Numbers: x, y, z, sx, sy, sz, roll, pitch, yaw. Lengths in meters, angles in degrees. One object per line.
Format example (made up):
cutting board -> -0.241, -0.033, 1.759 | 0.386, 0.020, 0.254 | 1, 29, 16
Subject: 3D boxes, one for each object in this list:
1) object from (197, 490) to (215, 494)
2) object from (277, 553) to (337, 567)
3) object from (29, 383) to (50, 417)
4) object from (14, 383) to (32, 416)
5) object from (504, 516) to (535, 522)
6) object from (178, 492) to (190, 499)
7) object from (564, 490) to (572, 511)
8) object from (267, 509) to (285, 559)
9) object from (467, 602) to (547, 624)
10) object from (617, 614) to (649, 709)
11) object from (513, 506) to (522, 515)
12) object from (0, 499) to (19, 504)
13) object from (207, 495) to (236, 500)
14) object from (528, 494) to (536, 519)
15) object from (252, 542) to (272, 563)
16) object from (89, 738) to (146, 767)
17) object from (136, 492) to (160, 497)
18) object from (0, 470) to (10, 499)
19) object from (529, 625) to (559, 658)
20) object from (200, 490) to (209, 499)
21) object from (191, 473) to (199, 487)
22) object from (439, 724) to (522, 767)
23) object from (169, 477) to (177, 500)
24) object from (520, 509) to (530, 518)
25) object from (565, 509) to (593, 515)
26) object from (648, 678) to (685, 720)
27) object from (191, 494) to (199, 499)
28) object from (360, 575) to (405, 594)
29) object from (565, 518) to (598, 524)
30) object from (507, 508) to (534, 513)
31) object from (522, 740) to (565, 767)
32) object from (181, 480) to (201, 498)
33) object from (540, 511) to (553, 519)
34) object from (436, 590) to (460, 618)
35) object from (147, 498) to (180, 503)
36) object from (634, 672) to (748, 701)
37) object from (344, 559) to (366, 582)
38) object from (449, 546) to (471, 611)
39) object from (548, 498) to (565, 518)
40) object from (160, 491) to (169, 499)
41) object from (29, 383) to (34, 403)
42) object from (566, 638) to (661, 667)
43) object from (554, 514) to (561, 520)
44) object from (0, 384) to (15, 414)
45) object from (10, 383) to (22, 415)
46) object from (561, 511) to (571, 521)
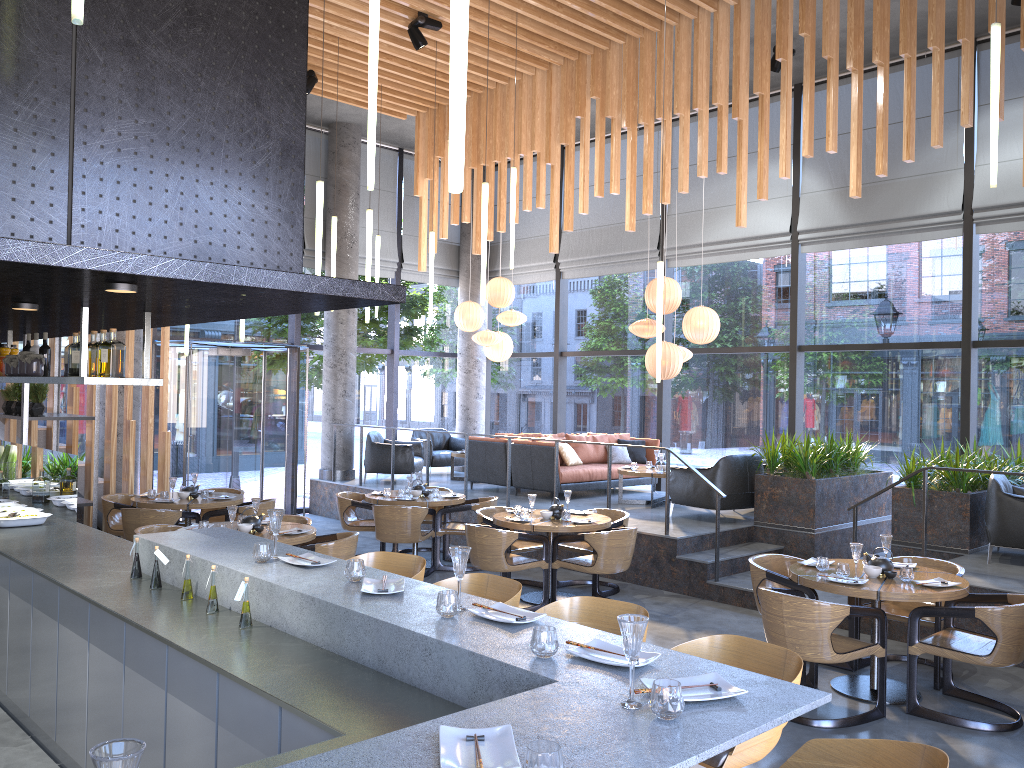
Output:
object -> -3.362, 1.160, 9.529 | 0.294, 0.025, 0.170 | 1, -1, -8
object -> -0.958, 0.810, 4.080 | 0.294, 0.025, 0.170 | 1, -1, 45
object -> -4.016, 0.093, 7.532 | 0.196, 0.367, 0.186 | 1, -1, 1
object -> -4.201, 0.119, 7.654 | 0.179, 0.311, 0.172 | 2, -1, -33
object -> 0.052, 1.216, 7.981 | 0.294, 0.025, 0.170 | 1, -1, 44
object -> -3.344, 1.136, 9.033 | 0.116, 0.065, 0.116 | 1, -1, 31
object -> 0.529, 1.128, 8.433 | 0.082, 0.227, 0.082 | 1, -1, -11
object -> -1.112, 0.706, 4.175 | 0.082, 0.227, 0.082 | 1, -1, -9
object -> -0.039, 0.820, 3.170 | 0.294, 0.025, 0.170 | 1, -1, 45
object -> 0.311, 0.716, 2.290 | 0.082, 0.227, 0.082 | 1, -1, 18
object -> 0.057, 1.188, 8.321 | 0.086, 0.086, 0.086 | 1, -1, -18
object -> -3.986, 0.930, 6.747 | 0.402, 0.069, 0.268 | 2, -1, -43
object -> -2.977, 1.164, 9.042 | 0.170, 0.025, 0.294 | 1, -1, 27
object -> 0.181, 1.117, 8.060 | 0.082, 0.227, 0.082 | 1, -1, 16
object -> -1.148, 0.775, 4.071 | 0.086, 0.086, 0.086 | 2, -1, -43
object -> -0.625, 0.688, 1.402 | 0.082, 0.227, 0.082 | 1, -1, 18
object -> -3.772, 1.148, 9.166 | 0.170, 0.025, 0.294 | 1, -1, 5
object -> -4.097, 0.831, 7.098 | 0.105, 0.274, 0.105 | 1, -1, 1
object -> 0.099, 0.787, 2.701 | 0.086, 0.086, 0.086 | 1, -1, -22
object -> -3.139, 1.129, 9.054 | 0.086, 0.086, 0.086 | 1, -1, 6
object -> -3.364, 1.057, 9.396 | 0.082, 0.227, 0.082 | 1, -1, 40
object -> -0.072, 0.807, 1.927 | 0.170, 0.025, 0.294 | 1, -1, -5
object -> -3.400, 1.051, 8.888 | 0.082, 0.227, 0.082 | 1, -1, -11
object -> 0.118, 1.188, 8.119 | 0.086, 0.086, 0.086 | 1, -1, -18
object -> 0.614, 1.233, 8.533 | 0.294, 0.025, 0.170 | 1, -1, 31
object -> 0.386, 0.788, 2.211 | 0.086, 0.086, 0.086 | 1, -1, -16
object -> -3.243, 1.150, 9.076 | 0.080, 0.042, 0.080 | 1, -1, 9
object -> -0.520, 0.814, 3.587 | 0.170, 0.025, 0.294 | 1, -1, -6
object -> 0.606, 1.227, 7.912 | 0.294, 0.025, 0.170 | 1, -1, -24
object -> 0.066, 1.221, 8.509 | 0.170, 0.025, 0.294 | 1, -1, 44
object -> 0.064, 0.777, 1.798 | 0.086, 0.086, 0.086 | 1, -1, 23
object -> -3.336, 1.080, 9.180 | 0.168, 0.179, 0.163 | 1, -1, 8
object -> 0.316, 1.203, 8.137 | 0.116, 0.065, 0.116 | 1, -1, 8
object -> -0.228, 0.785, 3.160 | 0.086, 0.086, 0.086 | 2, -1, -43
object -> -3.451, 1.151, 8.747 | 0.294, 0.025, 0.170 | 1, -1, 5
object -> 0.463, 0.822, 2.385 | 0.294, 0.025, 0.170 | 1, -1, -18
object -> -0.657, 0.781, 3.715 | 0.086, 0.086, 0.086 | 1, -1, 22
object -> -0.193, 0.716, 3.264 | 0.082, 0.227, 0.082 | 1, -1, -9
object -> 0.413, 1.148, 8.247 | 0.163, 0.179, 0.168 | 1, -1, 10
object -> -3.486, 1.121, 8.895 | 0.086, 0.086, 0.086 | 1, -1, 28
object -> -4.468, 0.119, 8.273 | 0.179, 0.311, 0.172 | 1, -1, 12
object -> 0.286, 0.822, 2.705 | 0.294, 0.025, 0.170 | 1, -1, 40
object -> 0.421, 1.216, 8.106 | 0.080, 0.042, 0.080 | 1, -1, -19
object -> -4.543, 0.130, 8.056 | 0.221, 0.283, 0.211 | 2, -1, -30
object -> -4.352, 0.090, 7.887 | 0.196, 0.367, 0.186 | 1, -1, 1
object -> 0.488, 1.194, 8.024 | 0.086, 0.086, 0.086 | 1, -1, 4
